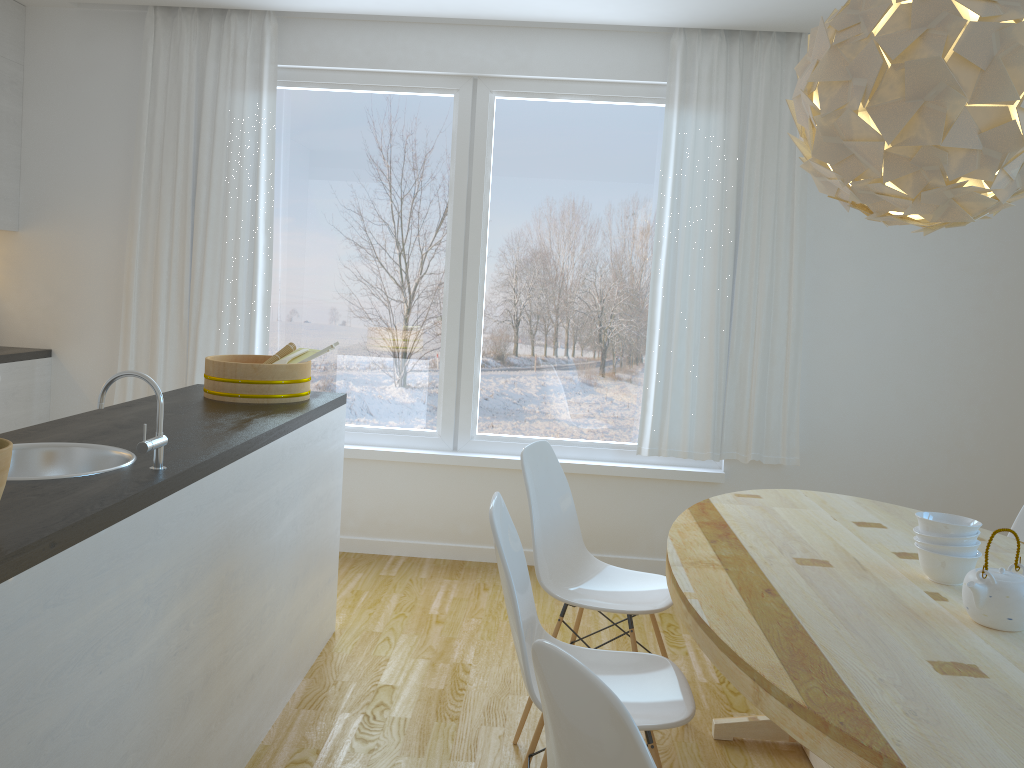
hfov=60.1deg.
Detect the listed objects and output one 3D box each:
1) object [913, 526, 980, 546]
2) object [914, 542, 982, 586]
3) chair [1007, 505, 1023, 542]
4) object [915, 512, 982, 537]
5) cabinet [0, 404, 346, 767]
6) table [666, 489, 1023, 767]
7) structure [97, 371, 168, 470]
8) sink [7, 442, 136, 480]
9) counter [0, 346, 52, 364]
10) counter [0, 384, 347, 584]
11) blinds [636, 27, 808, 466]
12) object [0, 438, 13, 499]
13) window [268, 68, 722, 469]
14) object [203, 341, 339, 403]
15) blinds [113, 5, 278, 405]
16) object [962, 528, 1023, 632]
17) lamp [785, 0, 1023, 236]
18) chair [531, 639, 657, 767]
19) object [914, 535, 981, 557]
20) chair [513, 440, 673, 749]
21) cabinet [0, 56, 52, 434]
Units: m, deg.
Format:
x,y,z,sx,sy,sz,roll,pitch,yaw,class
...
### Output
x,y,z,sx,sy,sz,roll,pitch,yaw,class
1.085,0.404,2.218,0.151,0.095,0.152,5,5,19,object
1.088,0.452,2.217,0.152,0.082,0.152,8,7,42,object
1.641,0.735,2.852,0.523,0.899,0.431,2,3,-22,chair
1.090,0.377,2.218,0.152,0.087,0.152,6,6,31,object
-1.040,0.634,2.324,0.601,0.906,2.411,3,6,3,cabinet
0.968,0.858,2.147,1.193,0.722,2.199,3,6,1,table
-0.850,0.080,1.948,0.162,0.214,0.097,3,3,3,structure
-1.067,0.245,1.993,0.405,0.156,0.404,9,8,44,sink
-2.744,-0.076,3.616,0.600,0.040,2.009,4,6,3,counter
-1.013,0.161,2.303,0.601,0.040,2.411,4,6,3,counter
1.074,-0.691,4.306,0.795,2.153,0.150,3,2,3,blinds
-0.921,0.169,1.421,0.205,0.141,0.206,0,6,-36,object
-0.238,-0.610,4.574,2.727,1.913,0.088,3,2,3,window
-0.916,-0.061,3.270,0.379,0.213,0.430,6,6,31,object
-1.583,-0.855,4.439,0.795,2.153,0.150,3,2,2,blinds
1.050,0.416,1.927,0.177,0.211,0.147,3,4,2,object
1.011,-0.913,2.085,0.647,1.131,0.641,3,3,2,lamp
0.287,0.819,1.327,0.523,0.899,0.431,2,4,-27,chair
1.087,0.429,2.218,0.152,0.092,0.152,8,7,42,object
0.284,0.661,2.820,0.524,0.899,0.430,5,3,23,chair
-2.695,-0.329,3.001,0.481,2.292,3.214,3,5,3,cabinet
